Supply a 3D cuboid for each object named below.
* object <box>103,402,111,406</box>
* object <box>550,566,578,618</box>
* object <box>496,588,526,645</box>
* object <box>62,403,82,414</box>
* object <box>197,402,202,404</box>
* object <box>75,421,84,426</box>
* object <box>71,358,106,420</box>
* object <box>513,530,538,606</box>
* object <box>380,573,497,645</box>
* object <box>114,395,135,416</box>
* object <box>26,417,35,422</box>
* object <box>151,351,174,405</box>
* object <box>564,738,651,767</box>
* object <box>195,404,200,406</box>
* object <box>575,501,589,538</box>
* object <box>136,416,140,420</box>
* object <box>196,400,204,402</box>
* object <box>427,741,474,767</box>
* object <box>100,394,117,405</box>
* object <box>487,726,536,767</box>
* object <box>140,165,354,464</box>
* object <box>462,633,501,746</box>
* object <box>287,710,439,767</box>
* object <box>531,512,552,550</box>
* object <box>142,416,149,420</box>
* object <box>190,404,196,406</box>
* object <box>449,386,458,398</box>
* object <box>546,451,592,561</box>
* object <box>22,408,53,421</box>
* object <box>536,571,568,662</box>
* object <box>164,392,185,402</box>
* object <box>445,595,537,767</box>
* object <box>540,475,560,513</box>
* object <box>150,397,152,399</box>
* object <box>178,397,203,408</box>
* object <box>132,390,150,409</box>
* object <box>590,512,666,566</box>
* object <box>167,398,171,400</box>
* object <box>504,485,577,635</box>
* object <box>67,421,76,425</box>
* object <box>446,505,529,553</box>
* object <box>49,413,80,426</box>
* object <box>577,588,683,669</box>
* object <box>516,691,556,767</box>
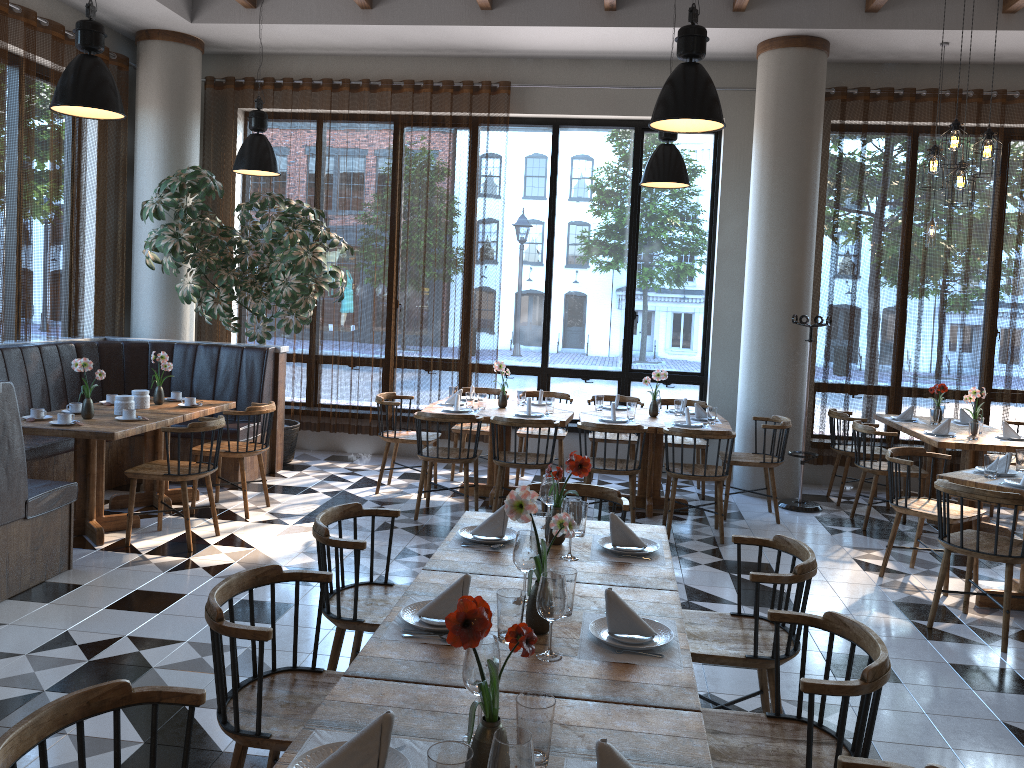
[{"bbox_3d":[-2.964,0.146,6.487,0.053,0.025,0.049,1,5,-16],"label":"object"},{"bbox_3d":[0.149,0.611,2.598,0.080,0.132,0.080,5,5,37],"label":"object"},{"bbox_3d":[-0.005,0.625,2.380,0.080,0.132,0.080,4,4,22],"label":"object"},{"bbox_3d":[-2.986,0.166,6.063,0.176,0.067,0.176,4,5,17],"label":"object"},{"bbox_3d":[-2.342,0.149,6.757,0.034,0.023,0.155,6,6,32],"label":"object"},{"bbox_3d":[-2.712,0.248,5.556,0.049,0.025,0.053,2,5,-4],"label":"object"},{"bbox_3d":[-2.793,0.029,5.843,0.206,0.399,0.147,1,4,-26],"label":"object"},{"bbox_3d":[0.041,0.556,2.684,0.081,0.215,0.081,1,4,-30],"label":"object"},{"bbox_3d":[-0.193,0.602,2.508,0.272,0.137,0.353,3,5,7],"label":"object"},{"bbox_3d":[-2.668,0.146,6.101,0.129,0.128,0.130,-1,6,-39],"label":"object"},{"bbox_3d":[-3.052,0.226,5.617,0.053,0.025,0.049,1,5,-16],"label":"object"},{"bbox_3d":[-2.647,-0.046,6.689,0.207,0.399,0.146,3,3,12],"label":"object"},{"bbox_3d":[0.222,0.709,1.591,0.272,0.137,0.353,3,5,7],"label":"object"},{"bbox_3d":[-2.352,0.162,6.614,0.050,0.023,0.052,3,5,2],"label":"object"},{"bbox_3d":[0.258,0.531,3.480,0.080,0.132,0.080,5,5,37],"label":"object"},{"bbox_3d":[-2.471,0.228,5.866,0.034,0.012,0.156,0,6,-31],"label":"object"},{"bbox_3d":[-2.495,0.124,6.941,0.155,0.023,0.034,2,5,-3],"label":"object"},{"bbox_3d":[-0.109,0.702,1.535,0.080,0.132,0.080,4,4,22],"label":"object"},{"bbox_3d":[-2.972,0.115,6.585,0.176,0.067,0.176,-1,7,-38],"label":"object"},{"bbox_3d":[-0.003,0.675,1.438,0.081,0.215,0.081,3,3,-2],"label":"object"},{"bbox_3d":[-2.491,-0.615,8.214,1.753,2.774,1.484,0,4,-35],"label":"object"},{"bbox_3d":[-0.064,0.633,1.838,0.081,0.215,0.081,3,3,-2],"label":"object"},{"bbox_3d":[-0.297,0.678,1.662,0.272,0.137,0.353,3,5,7],"label":"object"},{"bbox_3d":[0.104,0.545,3.262,0.080,0.132,0.080,6,5,42],"label":"object"},{"bbox_3d":[-2.439,0.228,5.890,0.049,0.025,0.053,0,6,-25],"label":"object"},{"bbox_3d":[-2.374,0.160,6.589,0.050,0.023,0.052,3,5,2],"label":"object"},{"bbox_3d":[-0.513,0.088,7.707,0.080,0.132,0.080,2,4,-8],"label":"object"},{"bbox_3d":[0.196,0.436,3.275,0.166,0.354,0.296,3,4,12],"label":"object"},{"bbox_3d":[-3.061,0.195,5.714,0.176,0.067,0.176,-1,7,-38],"label":"object"},{"bbox_3d":[0.101,0.598,2.283,0.081,0.215,0.081,3,3,-2],"label":"object"},{"bbox_3d":[-2.627,0.098,6.935,0.175,0.067,0.176,2,5,-3],"label":"object"},{"bbox_3d":[-0.058,0.580,1.670,0.171,0.354,0.156,6,5,44],"label":"object"},{"bbox_3d":[0.150,0.476,3.566,0.081,0.215,0.081,1,4,-30],"label":"object"},{"bbox_3d":[-2.821,0.112,6.873,0.052,0.023,0.050,6,6,30],"label":"object"},{"bbox_3d":[-2.412,0.136,6.643,0.175,0.067,0.176,2,5,-10],"label":"object"},{"bbox_3d":[-2.703,0.111,6.445,0.129,0.128,0.130,-1,6,-39],"label":"object"},{"bbox_3d":[0.436,0.553,3.318,0.272,0.137,0.353,3,5,7],"label":"object"},{"bbox_3d":[-2.652,0.120,6.873,0.052,0.023,0.050,-1,6,-32],"label":"object"},{"bbox_3d":[0.071,0.486,2.469,0.206,0.399,0.147,0,4,-34],"label":"object"},{"bbox_3d":[-2.750,0.246,5.544,0.034,0.012,0.156,2,6,-10],"label":"object"},{"bbox_3d":[-0.084,0.522,3.390,0.272,0.137,0.353,3,5,7],"label":"object"},{"bbox_3d":[-2.810,0.221,5.564,0.175,0.067,0.176,3,5,-1],"label":"object"},{"bbox_3d":[0.327,0.633,2.436,0.272,0.137,0.353,3,5,7],"label":"object"},{"bbox_3d":[0.044,0.688,1.752,0.080,0.132,0.080,5,5,37],"label":"object"}]
